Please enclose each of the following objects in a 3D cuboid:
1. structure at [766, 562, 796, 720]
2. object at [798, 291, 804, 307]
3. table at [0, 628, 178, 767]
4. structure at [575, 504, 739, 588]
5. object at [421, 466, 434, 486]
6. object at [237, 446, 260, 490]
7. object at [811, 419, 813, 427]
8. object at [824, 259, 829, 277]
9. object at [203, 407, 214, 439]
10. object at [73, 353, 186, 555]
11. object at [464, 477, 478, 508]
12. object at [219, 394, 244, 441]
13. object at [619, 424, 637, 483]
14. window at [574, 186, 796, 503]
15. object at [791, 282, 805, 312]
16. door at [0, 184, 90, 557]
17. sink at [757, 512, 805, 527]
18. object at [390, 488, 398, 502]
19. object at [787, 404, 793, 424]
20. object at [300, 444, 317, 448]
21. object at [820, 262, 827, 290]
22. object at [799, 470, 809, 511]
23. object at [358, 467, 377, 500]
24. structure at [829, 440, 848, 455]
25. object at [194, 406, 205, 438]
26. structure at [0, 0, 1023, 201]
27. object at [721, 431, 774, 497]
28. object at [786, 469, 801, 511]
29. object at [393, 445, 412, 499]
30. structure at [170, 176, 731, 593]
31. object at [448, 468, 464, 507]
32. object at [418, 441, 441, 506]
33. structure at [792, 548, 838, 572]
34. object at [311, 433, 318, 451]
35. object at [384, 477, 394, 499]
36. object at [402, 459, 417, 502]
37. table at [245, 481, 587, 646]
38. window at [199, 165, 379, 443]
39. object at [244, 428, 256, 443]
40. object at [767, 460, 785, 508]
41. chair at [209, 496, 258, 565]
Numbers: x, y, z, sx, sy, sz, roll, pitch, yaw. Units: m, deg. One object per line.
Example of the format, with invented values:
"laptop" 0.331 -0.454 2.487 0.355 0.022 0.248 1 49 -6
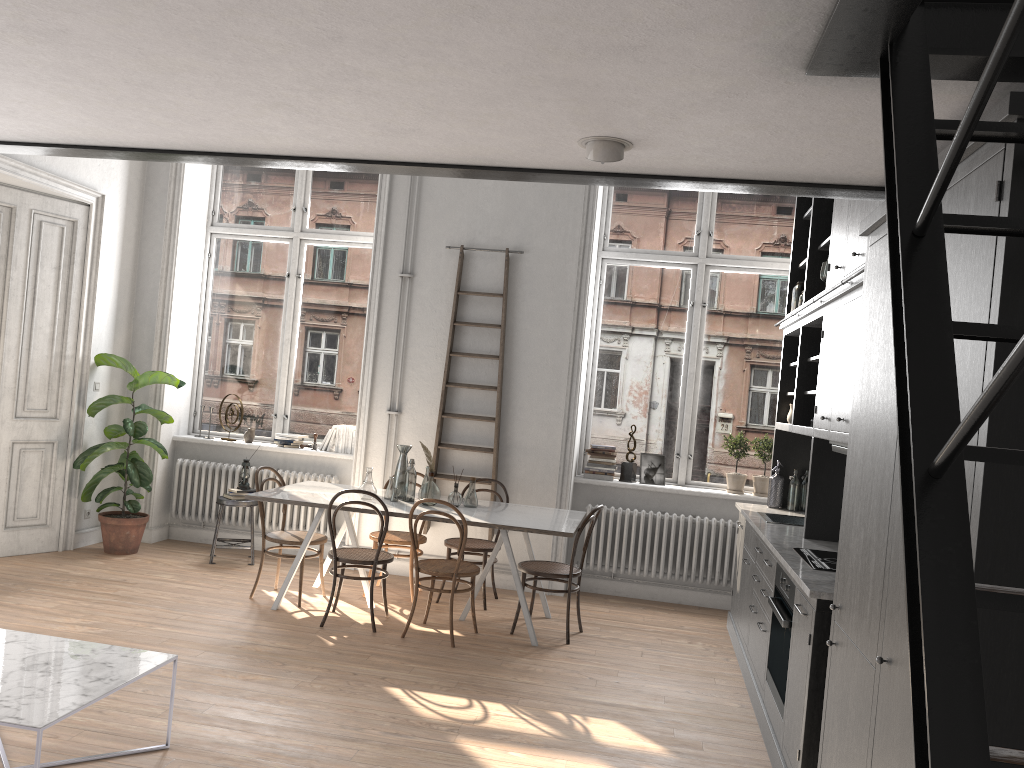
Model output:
"structure" 1.583 1.261 4.301 0.618 0.623 0.622 5 0 9
"object" 2.116 -0.585 6.357 0.114 0.155 0.114 5 0 13
"table" -1.912 1.291 3.393 0.849 0.392 0.849 5 0 9
"structure" 1.329 1.333 7.285 1.577 0.552 0.194 5 0 9
"object" -0.605 0.720 6.388 0.098 0.255 0.100 5 0 -14
"object" -2.223 0.697 7.494 0.163 0.383 0.154 5 0 -17
"object" 1.901 0.241 5.507 0.088 0.059 0.104 5 0 -2
"object" 1.926 -0.642 5.349 0.083 0.221 0.083 5 0 -34
"object" -2.749 0.353 8.074 0.095 0.289 0.095 5 0 32
"object" -0.710 0.699 6.721 5.826 1.842 0.792 5 0 14
"object" -0.287 0.771 6.329 0.101 0.212 0.101 5 0 -42
"object" -2.553 0.303 8.064 0.347 0.425 0.087 5 0 42
"object" 1.002 0.585 7.511 0.122 0.488 0.102 5 0 34
"window" 8.646 -4.283 9.557 14.383 15.935 26.401 5 0 9
"object" 2.123 -0.625 6.501 0.118 0.238 0.118 5 0 -5
"door" -3.821 -0.078 6.749 0.216 2.814 1.097 5 0 34
"sink" 1.904 0.870 5.827 0.514 0.504 0.526 5 0 9
"object" -0.828 0.780 6.252 0.058 0.094 0.058 5 0 37
"object" 2.078 0.222 6.480 0.127 0.144 0.115 5 0 -12
"object" -1.833 0.557 7.962 0.153 0.048 0.088 6 0 -41
"object" 1.944 -0.640 5.479 0.083 0.221 0.083 5 0 41
"object" 2.161 0.782 6.519 0.086 0.301 0.086 5 0 23
"object" -1.013 0.700 6.250 0.132 0.219 0.132 5 0 -2
"structure" 1.808 0.299 4.284 0.379 0.123 0.844 5 0 9
"object" -2.856 0.344 8.150 0.095 0.289 0.095 5 0 41
"structure" -1.285 -1.530 1.560 5.926 1.213 4.158 5 0 9
"object" 1.972 0.656 7.358 0.500 0.524 0.234 5 0 -2
"object" 2.054 0.772 6.457 0.086 0.301 0.086 5 0 -5
"object" -0.801 0.638 6.460 0.116 0.383 0.116 5 0 20
"structure" -0.334 -0.581 7.500 5.181 4.474 0.340 5 0 9
"object" -0.394 0.725 6.271 0.107 0.283 0.107 5 0 4
"object" -0.565 0.627 6.220 0.156 0.446 0.157 5 0 27
"structure" 1.626 0.868 4.300 0.427 0.011 0.592 5 0 9
"object" -1.753 0.512 7.894 0.048 0.153 0.088 5 0 -21
"object" -0.870 0.745 6.355 0.083 0.158 0.083 5 0 5
"object" -0.726 0.685 6.334 0.086 0.301 0.086 5 0 -5
"table" -0.645 1.235 6.270 2.200 0.780 1.100 5 0 9
"window" -2.010 -0.908 8.185 1.622 2.843 0.013 5 0 9
"object" -2.377 0.460 8.030 0.100 0.142 0.102 5 0 -16
"object" 1.950 0.736 6.539 0.109 0.349 0.109 5 0 -10
"chair" -2.322 1.217 7.436 0.364 0.523 0.360 5 0 -17
